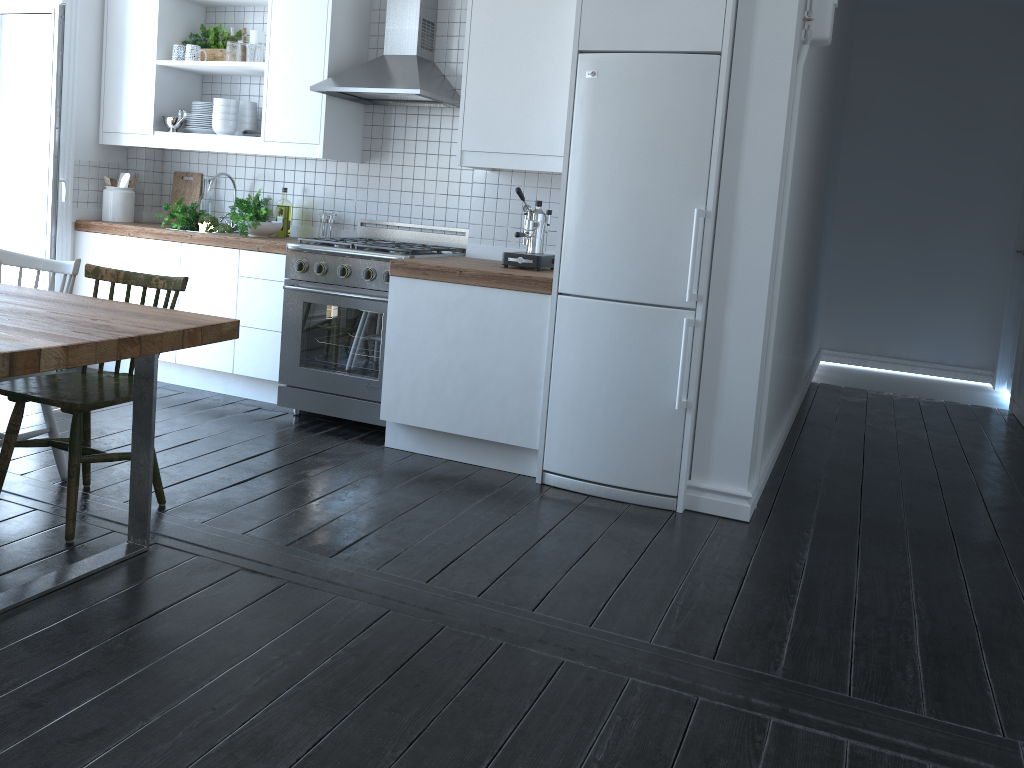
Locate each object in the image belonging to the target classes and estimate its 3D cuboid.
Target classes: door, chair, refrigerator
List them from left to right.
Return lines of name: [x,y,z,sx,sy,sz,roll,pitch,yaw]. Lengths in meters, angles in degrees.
chair: [-1.890,-0.058,3.216,0.468,0.833,0.514,7,7,22]
door: [-2.794,-1.126,4.987,0.588,2.004,0.105,6,5,16]
chair: [-1.444,0.027,3.016,0.470,0.818,0.489,7,7,20]
refrigerator: [0.576,-0.464,3.825,0.579,1.782,0.686,7,6,22]
door: [3.875,-1.091,6.580,0.116,2.448,1.079,7,6,21]

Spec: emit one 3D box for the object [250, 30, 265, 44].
object: [-1.478,-1.927,5.099,0.085,0.220,0.085,8,6,29]

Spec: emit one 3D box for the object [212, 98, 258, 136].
object: [-1.585,-1.518,5.041,0.150,0.214,0.312,7,10,19]

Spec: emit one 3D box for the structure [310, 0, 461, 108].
structure: [-0.581,-2.122,4.536,0.636,1.290,0.532,7,6,22]

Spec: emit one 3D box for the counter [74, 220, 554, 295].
counter: [-1.095,-0.706,4.648,3.116,0.073,0.855,9,12,22]

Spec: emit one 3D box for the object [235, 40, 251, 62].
object: [-1.481,-1.829,4.859,0.086,0.118,0.087,-2,10,-45]

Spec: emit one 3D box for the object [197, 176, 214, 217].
object: [-1.859,-1.105,5.350,0.098,0.314,0.098,7,6,22]

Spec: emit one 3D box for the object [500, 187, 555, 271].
object: [0.078,-0.714,4.061,0.207,0.366,0.356,7,8,22]

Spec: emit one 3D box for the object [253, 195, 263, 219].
object: [-1.512,-1.003,5.205,0.085,0.228,0.086,3,6,-13]

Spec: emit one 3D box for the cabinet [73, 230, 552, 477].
cabinet: [-1.101,-0.288,4.735,3.209,0.805,0.734,11,10,30]

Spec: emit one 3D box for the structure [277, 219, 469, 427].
structure: [-0.720,-0.328,4.579,0.704,1.008,0.728,7,8,22]

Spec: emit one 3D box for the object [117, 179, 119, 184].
object: [-2.343,-1.106,5.302,0.119,0.247,0.034,7,5,22]

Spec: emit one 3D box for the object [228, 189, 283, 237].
object: [-1.426,-0.951,4.878,0.272,0.266,0.342,6,9,12]

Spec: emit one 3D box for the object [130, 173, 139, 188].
object: [-2.303,-1.121,5.284,0.131,0.293,0.057,5,5,2]

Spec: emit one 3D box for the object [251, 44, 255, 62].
object: [-1.448,-1.843,4.943,0.086,0.118,0.087,4,7,-9]

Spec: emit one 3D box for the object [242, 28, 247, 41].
object: [-1.569,-1.961,5.145,0.056,0.231,0.056,7,6,25]

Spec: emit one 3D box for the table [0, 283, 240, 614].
table: [-2.140,0.052,2.880,2.239,0.708,1.028,9,10,22]

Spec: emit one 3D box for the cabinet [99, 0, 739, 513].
cabinet: [-0.756,-1.000,4.525,3.815,2.346,0.784,9,7,26]

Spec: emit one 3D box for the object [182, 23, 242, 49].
object: [-1.790,-2.002,5.203,0.348,0.251,0.165,7,7,12]

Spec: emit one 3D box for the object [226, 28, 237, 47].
object: [-1.632,-1.959,5.124,0.060,0.222,0.060,5,5,5]

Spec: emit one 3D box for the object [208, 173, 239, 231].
object: [-1.650,-1.060,5.172,0.189,0.349,0.278,4,7,-2]

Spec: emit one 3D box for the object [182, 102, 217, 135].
object: [-1.780,-1.551,5.179,0.302,0.192,0.309,9,10,23]

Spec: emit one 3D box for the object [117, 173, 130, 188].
object: [-2.346,-1.121,5.272,0.064,0.287,0.142,4,6,-5]

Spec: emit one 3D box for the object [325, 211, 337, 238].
object: [-1.027,-0.894,4.991,0.059,0.171,0.059,9,7,35]

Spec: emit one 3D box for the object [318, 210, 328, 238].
object: [-1.075,-0.907,5.034,0.059,0.171,0.059,9,7,35]

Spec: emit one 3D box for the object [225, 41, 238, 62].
object: [-1.554,-1.844,4.906,0.086,0.118,0.087,-2,10,-45]

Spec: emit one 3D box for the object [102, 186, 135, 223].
object: [-2.352,-1.074,5.266,0.175,0.206,0.175,8,8,26]

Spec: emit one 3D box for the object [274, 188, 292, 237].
object: [-1.318,-0.991,5.080,0.066,0.279,0.067,6,5,17]

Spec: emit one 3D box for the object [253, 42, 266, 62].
object: [-1.389,-1.825,4.880,0.086,0.118,0.087,4,7,-9]

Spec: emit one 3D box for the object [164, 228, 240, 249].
object: [-1.748,-0.828,5.066,0.374,0.110,0.357,9,12,21]

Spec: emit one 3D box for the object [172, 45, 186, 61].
object: [-1.917,-1.901,5.089,0.083,0.099,0.110,3,9,-9]

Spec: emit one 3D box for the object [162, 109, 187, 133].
object: [-1.936,-1.509,5.057,0.212,0.133,0.102,11,10,34]

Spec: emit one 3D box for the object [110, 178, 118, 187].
object: [-2.381,-1.103,5.271,0.061,0.248,0.119,1,7,-38]

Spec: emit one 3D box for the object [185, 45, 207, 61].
object: [-1.810,-1.880,5.028,0.109,0.099,0.084,6,8,11]

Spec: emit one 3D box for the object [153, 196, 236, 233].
object: [-1.792,-0.909,5.009,0.468,0.304,0.288,4,8,-5]

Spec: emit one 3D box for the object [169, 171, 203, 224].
object: [-2.020,-1.145,5.448,0.221,0.326,0.041,7,6,22]

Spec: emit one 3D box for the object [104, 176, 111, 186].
object: [-2.397,-1.106,5.252,0.054,0.260,0.151,4,6,-3]

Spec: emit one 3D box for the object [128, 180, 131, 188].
object: [-2.311,-1.100,5.292,0.050,0.244,0.116,3,6,-13]

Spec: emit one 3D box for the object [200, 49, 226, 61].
object: [-1.729,-1.906,5.181,0.395,0.102,0.154,9,10,22]

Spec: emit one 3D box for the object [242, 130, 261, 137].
object: [-1.402,-1.396,4.951,0.246,0.042,0.280,8,12,14]
